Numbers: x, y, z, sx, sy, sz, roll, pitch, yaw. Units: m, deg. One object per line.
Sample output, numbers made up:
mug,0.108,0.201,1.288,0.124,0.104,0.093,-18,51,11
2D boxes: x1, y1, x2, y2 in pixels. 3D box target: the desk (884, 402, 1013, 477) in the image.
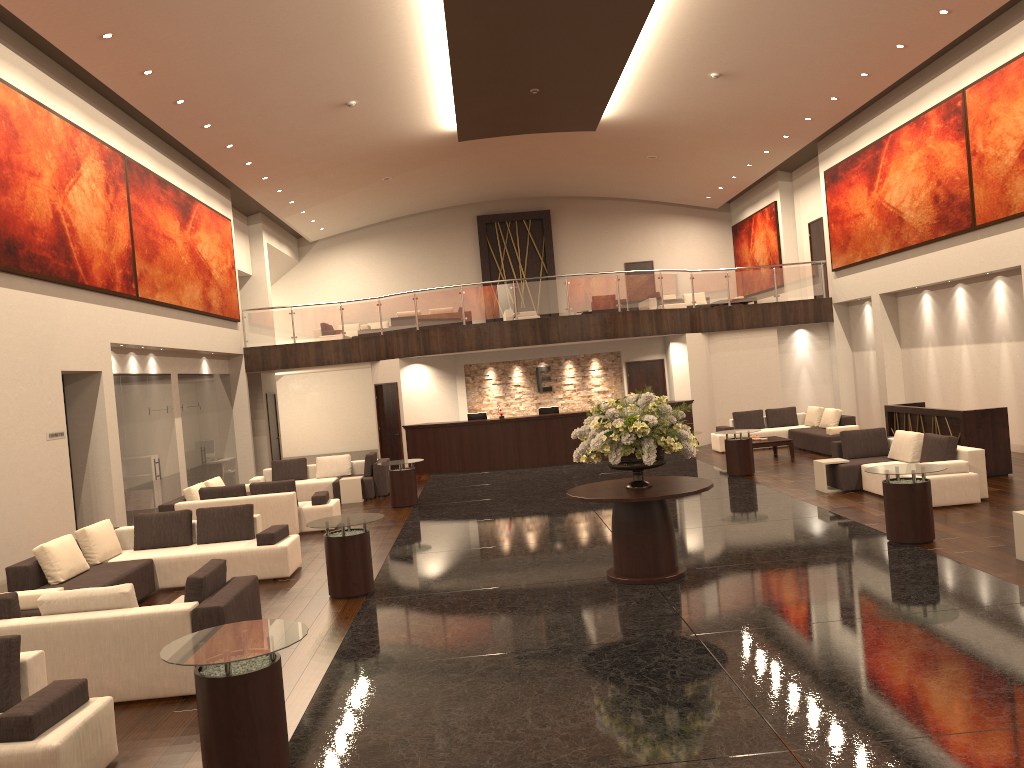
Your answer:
desk,7.153,0.886,14.719,0.700,1.043,2.606,-5,1,-2

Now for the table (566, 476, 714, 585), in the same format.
table,1.359,1.525,9.218,1.498,0.921,1.498,-5,1,-11

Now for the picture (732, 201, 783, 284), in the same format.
picture,7.775,-4.140,28.282,0.070,2.526,4.515,-5,1,-2

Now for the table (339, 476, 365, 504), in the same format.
table,-3.083,2.045,17.145,0.400,0.460,0.400,-5,1,-2

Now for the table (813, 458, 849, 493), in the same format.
table,4.893,1.394,13.548,0.400,0.460,0.400,-5,1,-2

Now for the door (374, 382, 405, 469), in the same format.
door,-3.017,1.088,21.930,0.104,2.232,0.990,-6,1,-41

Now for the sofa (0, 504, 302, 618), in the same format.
sofa,-3.933,2.011,9.810,2.586,0.862,3.366,-5,1,-2

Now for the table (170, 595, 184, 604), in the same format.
table,-2.783,2.138,7.887,0.400,0.460,0.400,-5,1,-2

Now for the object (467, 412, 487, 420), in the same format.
object,-0.822,0.938,21.329,0.483,0.485,0.189,-5,1,13

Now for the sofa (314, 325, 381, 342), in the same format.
sofa,-4.512,-1.611,28.358,3.366,0.862,2.586,-5,1,-2

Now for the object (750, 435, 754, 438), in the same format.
object,5.018,1.115,18.600,0.119,0.106,0.119,-5,1,22

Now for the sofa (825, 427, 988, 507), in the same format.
sofa,5.556,1.143,12.782,1.291,0.862,2.846,-5,1,-2

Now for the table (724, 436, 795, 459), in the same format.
table,5.112,1.352,18.391,1.100,0.380,1.100,-5,1,-2

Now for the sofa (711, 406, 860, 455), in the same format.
sofa,5.940,1.026,19.243,2.586,0.862,3.366,-5,1,-2

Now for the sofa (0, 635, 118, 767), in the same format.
sofa,-3.750,2.068,4.141,2.586,0.862,3.366,-5,1,-2

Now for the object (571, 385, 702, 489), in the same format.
object,1.245,0.523,9.207,1.402,1.097,1.453,-4,1,44

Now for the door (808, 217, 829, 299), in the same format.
door,8.402,-3.375,24.269,0.104,2.232,0.990,-5,1,-2

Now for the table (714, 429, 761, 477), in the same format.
table,4.130,1.257,16.103,0.833,0.795,0.844,-4,1,37

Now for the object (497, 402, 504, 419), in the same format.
object,-0.269,0.616,20.811,0.163,0.390,0.165,-5,1,6

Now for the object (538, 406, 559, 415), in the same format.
object,0.889,0.791,21.112,0.483,0.485,0.189,-5,1,-2

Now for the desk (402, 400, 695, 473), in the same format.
desk,0.948,1.280,21.301,7.146,1.171,1.674,-5,1,0

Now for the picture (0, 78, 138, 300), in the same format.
picture,-6.548,-2.691,13.075,0.070,2.526,4.515,-5,1,-2

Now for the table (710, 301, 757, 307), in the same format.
table,6.644,-2.322,26.595,1.100,0.380,1.100,-5,1,-2

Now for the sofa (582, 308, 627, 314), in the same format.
sofa,2.726,-2.234,27.585,1.291,0.862,2.846,-5,1,-2

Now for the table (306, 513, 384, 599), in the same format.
table,-1.752,1.856,9.522,0.833,0.795,0.844,-6,1,-41

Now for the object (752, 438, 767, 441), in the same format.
object,5.079,1.147,18.341,0.437,0.040,0.154,-4,1,44

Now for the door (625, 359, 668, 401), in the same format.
door,3.477,0.508,22.620,0.990,2.232,0.104,-5,1,-2

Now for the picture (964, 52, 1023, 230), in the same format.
picture,8.252,-3.992,13.541,0.070,2.526,4.515,-5,1,-2

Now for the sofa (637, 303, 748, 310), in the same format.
sofa,5.797,-2.503,27.656,3.366,0.862,2.586,-5,1,-2

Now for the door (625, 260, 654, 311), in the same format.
door,4.481,-3.114,30.655,0.990,2.232,0.104,-5,1,-2

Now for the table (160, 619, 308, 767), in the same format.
table,-1.584,1.897,5.203,0.833,0.795,0.844,-6,1,-41

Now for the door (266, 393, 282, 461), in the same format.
door,-6.589,1.367,24.518,0.104,2.232,0.990,-5,1,-2

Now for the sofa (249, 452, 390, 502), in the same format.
sofa,-3.903,1.906,17.775,2.846,0.862,1.291,-5,1,-2

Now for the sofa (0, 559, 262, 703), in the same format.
sofa,-3.560,2.012,7.202,2.846,0.862,1.291,-5,1,-2

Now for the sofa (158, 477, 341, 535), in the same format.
sofa,-4.125,1.959,15.157,2.586,0.862,3.366,-5,1,-2

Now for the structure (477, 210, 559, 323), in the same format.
structure,0.227,-3.747,30.421,2.524,4.236,0.187,-5,1,-2

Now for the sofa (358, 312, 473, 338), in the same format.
sofa,-2.868,-1.736,26.909,3.366,0.862,2.586,-5,1,-2

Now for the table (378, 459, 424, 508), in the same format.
table,-1.959,1.792,15.911,0.833,0.795,0.844,-4,1,37

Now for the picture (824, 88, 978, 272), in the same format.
picture,8.074,-4.047,19.051,0.070,2.526,6.485,-5,1,-2

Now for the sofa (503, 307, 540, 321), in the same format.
sofa,0.408,-2.032,27.636,1.291,0.862,2.846,-5,1,-2

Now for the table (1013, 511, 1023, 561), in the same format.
table,5.061,1.446,8.377,0.400,0.460,0.400,-5,1,-2

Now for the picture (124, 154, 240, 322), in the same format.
picture,-6.727,-2.747,18.584,0.070,2.526,6.485,-5,1,-2

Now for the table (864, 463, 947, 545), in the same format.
table,4.337,1.321,9.714,0.833,0.795,0.844,-6,1,-41

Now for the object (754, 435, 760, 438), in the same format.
object,5.104,1.109,18.471,0.119,0.106,0.119,-5,1,-20

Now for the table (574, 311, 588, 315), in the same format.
table,2.114,-1.967,26.783,0.400,0.460,0.400,-5,1,-2

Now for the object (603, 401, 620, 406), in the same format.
object,2.407,0.656,21.338,0.483,0.485,0.189,-5,1,-27
